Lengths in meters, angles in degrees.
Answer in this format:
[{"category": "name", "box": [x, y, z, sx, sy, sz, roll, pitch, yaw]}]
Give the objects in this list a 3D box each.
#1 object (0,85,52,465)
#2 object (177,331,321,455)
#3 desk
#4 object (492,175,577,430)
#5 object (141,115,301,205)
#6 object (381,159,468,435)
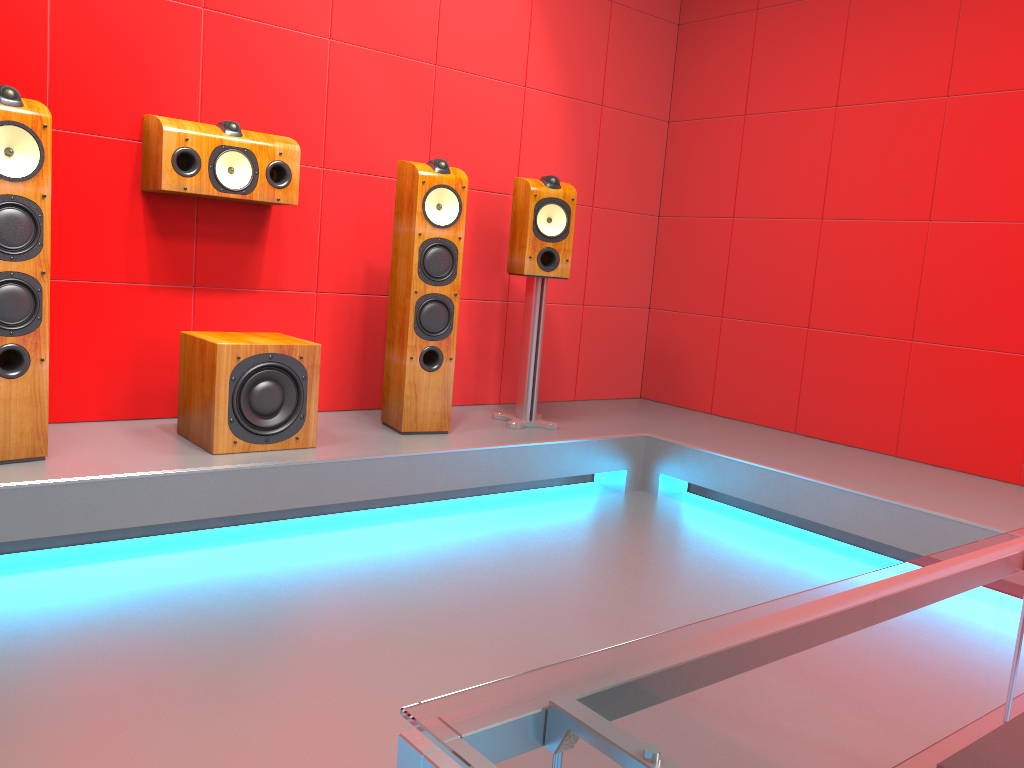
[{"category": "object", "box": [-1.472, -0.307, 2.535, 0.238, 1.052, 0.203, 11, 10, 40]}, {"category": "object", "box": [-0.907, 0.020, 3.055, 0.360, 0.360, 0.360, -1, 10, -39]}, {"category": "desk", "box": [0.665, 0.546, 0.791, 1.617, 0.690, 0.594, -1, 10, -39]}, {"category": "object", "box": [0.099, -0.350, 3.795, 0.231, 1.058, 0.265, 2, 8, -19]}, {"category": "object", "box": [-1.043, -0.807, 3.199, 0.493, 0.271, 0.235, -1, 10, -39]}, {"category": "object", "box": [-0.343, -0.340, 3.469, 0.203, 1.052, 0.238, 0, 9, -29]}]
